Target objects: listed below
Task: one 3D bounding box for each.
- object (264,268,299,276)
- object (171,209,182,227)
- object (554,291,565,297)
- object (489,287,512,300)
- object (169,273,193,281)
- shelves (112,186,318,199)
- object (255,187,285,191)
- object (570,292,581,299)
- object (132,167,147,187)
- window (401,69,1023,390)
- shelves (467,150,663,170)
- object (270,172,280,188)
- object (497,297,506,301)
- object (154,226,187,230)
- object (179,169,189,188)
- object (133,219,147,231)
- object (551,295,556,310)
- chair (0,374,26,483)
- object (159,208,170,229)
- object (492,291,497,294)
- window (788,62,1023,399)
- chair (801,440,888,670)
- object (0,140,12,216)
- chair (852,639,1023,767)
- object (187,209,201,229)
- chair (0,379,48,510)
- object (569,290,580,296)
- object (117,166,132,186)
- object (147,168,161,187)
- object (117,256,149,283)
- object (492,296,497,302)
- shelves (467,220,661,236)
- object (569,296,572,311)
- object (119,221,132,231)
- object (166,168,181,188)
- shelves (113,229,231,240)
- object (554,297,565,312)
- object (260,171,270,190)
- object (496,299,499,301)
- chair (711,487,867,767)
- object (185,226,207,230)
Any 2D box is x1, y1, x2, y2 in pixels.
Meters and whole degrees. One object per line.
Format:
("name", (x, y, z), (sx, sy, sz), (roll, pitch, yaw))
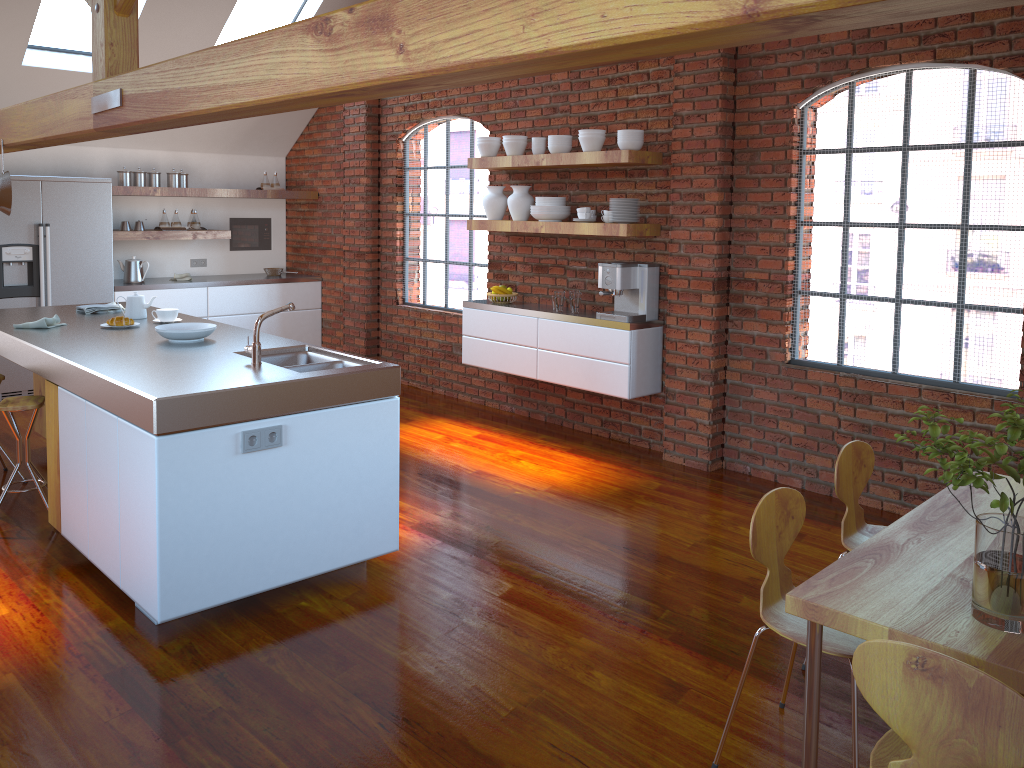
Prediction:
("object", (-2.316, -1.110, 8.757), (0.349, 0.073, 0.196), (7, 12, 27))
("object", (-3.077, -1.510, 8.060), (0.093, 0.190, 0.094), (1, 6, 1))
("object", (0.324, -0.580, 5.987), (0.078, 0.103, 0.078), (-1, 7, -13))
("object", (-0.082, -0.660, 6.466), (0.176, 0.094, 0.065), (0, 7, -6))
("object", (-3.059, -0.992, 8.125), (0.204, 0.061, 0.198), (-3, 11, -20))
("shelves", (-2.873, -1.801, 8.303), (1.989, 0.075, 0.660), (-10, 15, -42))
("object", (-2.382, -1.921, 8.672), (0.225, 0.032, 0.196), (-10, 15, -43))
("object", (0.427, -0.563, 5.908), (0.078, 0.103, 0.079), (-3, 8, -31))
("object", (-3.310, -1.837, 7.812), (0.129, 0.176, 0.128), (7, 9, 42))
("window", (3.368, -0.983, 6.524), (17.534, 9.809, 3.652), (8, 8, 37))
("shelves", (0.315, -1.535, 6.061), (0.339, 0.075, 1.550), (-9, 15, -41))
("object", (-2.342, -2.010, 8.705), (0.093, 0.190, 0.094), (1, 6, 1))
("object", (-0.073, -0.645, 6.504), (0.077, 0.065, 0.077), (-1, 8, -9))
("object", (-3.117, -1.421, 8.027), (0.225, 0.032, 0.196), (-10, 15, -43))
("object", (-3.057, -1.899, 8.142), (0.129, 0.176, 0.128), (7, 9, 42))
("object", (-3.313, -1.415, 7.820), (0.106, 0.099, 0.107), (1, 8, -1))
("object", (0.308, -0.566, 6.117), (0.077, 0.103, 0.079), (3, 7, 17))
("chair", (-2.935, 0.177, 4.881), (0.340, 0.743, 0.340), (6, 7, 42))
("object", (-3.154, -1.497, 7.984), (0.093, 0.189, 0.094), (-2, 6, -30))
("object", (-0.125, -0.681, 6.521), (0.045, 0.052, 0.052), (6, 9, 35))
("window", (2.039, -0.833, 4.583), (0.084, 1.654, 1.279), (-3, 8, -42))
("chair", (1.293, 0.601, 3.008), (0.414, 0.751, 0.441), (6, 8, 42))
("object", (-2.986, -1.205, 5.144), (0.069, 0.439, 0.267), (-3, 7, -37))
("chair", (0.888, 0.847, 1.734), (0.413, 0.751, 0.442), (-5, 8, -43))
("object", (-2.966, -1.537, 8.203), (0.094, 0.191, 0.204), (-3, 9, -33))
("chair", (-2.372, 0.305, 4.271), (0.338, 0.743, 0.341), (-1, 6, -23))
("object", (0.428, -0.590, 6.048), (0.078, 0.103, 0.078), (-1, 7, -13))
("object", (-3.393, -1.817, 7.704), (0.129, 0.176, 0.128), (7, 9, 42))
("object", (-3.225, -1.858, 7.923), (0.129, 0.176, 0.128), (7, 9, 42))
("object", (-3.360, -1.017, 7.801), (0.302, 0.236, 0.183), (-1, 7, -12))
("object", (-0.133, -0.633, 6.515), (0.046, 0.045, 0.056), (-1, 9, -10))
("shelves", (0.309, -1.086, 6.093), (0.339, 0.075, 1.550), (-9, 15, -41))
("object", (0.427, -0.552, 6.051), (0.078, 0.103, 0.078), (-1, 7, -13))
("object", (-3.401, -1.391, 7.740), (0.106, 0.081, 0.107), (-1, 9, -14))
("object", (-3.056, -1.860, 7.948), (0.129, 0.176, 0.128), (7, 9, 42))
("shelves", (-3.213, -1.366, 8.022), (1.072, 0.075, 0.660), (-9, 15, -42))
("object", (0.323, -0.542, 5.989), (0.078, 0.103, 0.078), (-1, 7, -13))
("object", (-2.419, -1.998, 8.629), (0.093, 0.189, 0.094), (-2, 6, -30))
("object", (-0.111, -0.659, 6.568), (0.074, 0.075, 0.073), (4, 8, 22))
("chair", (0.860, 0.703, 2.461), (0.414, 0.751, 0.441), (6, 8, 42))
("object", (-2.966, -1.455, 8.209), (0.195, 0.032, 0.226), (-6, 13, -33))
